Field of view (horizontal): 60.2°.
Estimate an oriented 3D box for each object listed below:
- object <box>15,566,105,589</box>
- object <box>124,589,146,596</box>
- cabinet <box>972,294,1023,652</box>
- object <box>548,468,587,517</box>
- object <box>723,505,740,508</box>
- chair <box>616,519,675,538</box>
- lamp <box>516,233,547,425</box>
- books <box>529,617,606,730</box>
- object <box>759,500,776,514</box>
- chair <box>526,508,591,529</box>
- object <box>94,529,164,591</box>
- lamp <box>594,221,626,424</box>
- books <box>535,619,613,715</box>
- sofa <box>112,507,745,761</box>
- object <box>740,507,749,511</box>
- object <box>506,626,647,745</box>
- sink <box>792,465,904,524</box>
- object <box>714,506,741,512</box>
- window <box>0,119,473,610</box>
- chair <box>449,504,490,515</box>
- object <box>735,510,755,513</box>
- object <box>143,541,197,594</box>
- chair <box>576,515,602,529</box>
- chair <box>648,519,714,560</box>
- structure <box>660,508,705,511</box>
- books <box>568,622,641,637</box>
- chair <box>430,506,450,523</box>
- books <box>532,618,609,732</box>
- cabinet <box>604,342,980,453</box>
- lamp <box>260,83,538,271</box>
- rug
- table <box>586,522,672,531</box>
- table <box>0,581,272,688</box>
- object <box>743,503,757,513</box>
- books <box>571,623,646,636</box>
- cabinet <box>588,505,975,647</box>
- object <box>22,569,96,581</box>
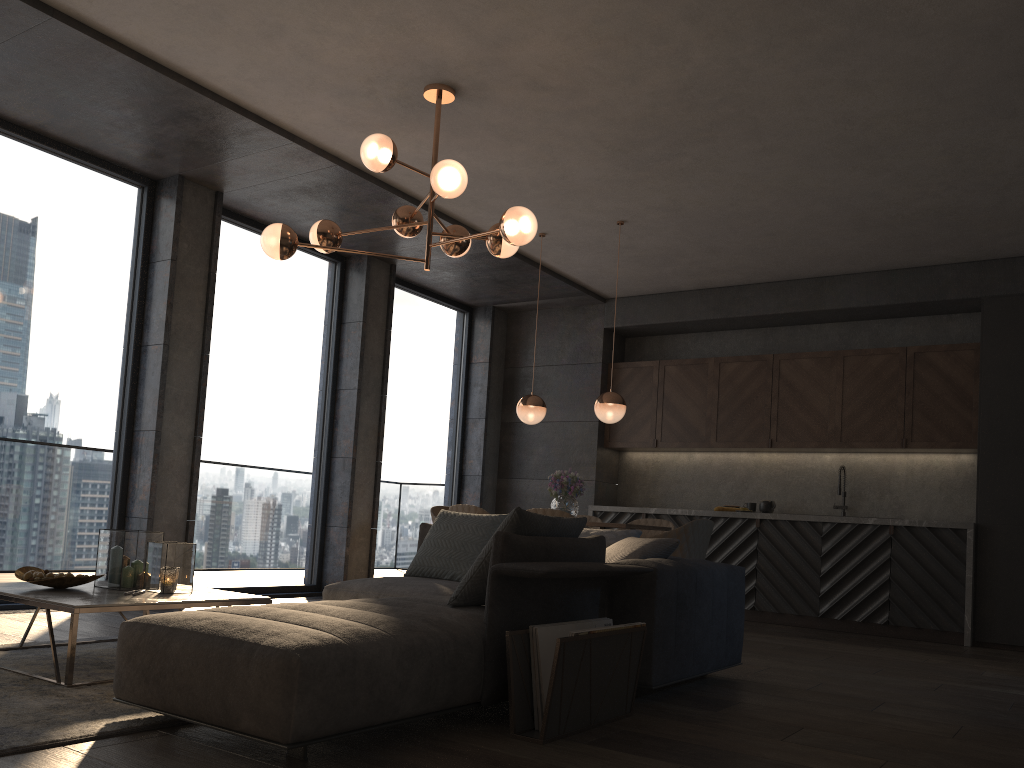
[{"bbox_3d":[-1.950,0.841,3.813,0.347,0.083,0.350,2,-9,12],"label":"object"},{"bbox_3d":[-1.608,0.893,3.782,0.046,0.012,0.183,4,-9,-4],"label":"object"},{"bbox_3d":[4.087,0.628,6.521,1.186,2.735,1.212,0,-6,34],"label":"cabinet"},{"bbox_3d":[0.417,0.842,6.751,0.298,0.406,0.331,3,-6,4],"label":"object"},{"bbox_3d":[2.068,1.179,8.315,0.157,0.067,0.118,1,-8,19],"label":"object"},{"bbox_3d":[0.990,1.467,6.946,0.555,0.830,0.514,0,-6,33],"label":"chair"},{"bbox_3d":[0.194,-0.441,7.045,0.239,1.533,0.240,0,-5,40],"label":"lamp"},{"bbox_3d":[0.233,1.075,3.323,0.062,0.352,0.573,1,-8,34],"label":"books"},{"bbox_3d":[2.344,1.133,8.122,0.136,0.136,0.154,3,-7,7],"label":"object"},{"bbox_3d":[0.317,1.281,6.043,0.555,0.830,0.514,1,-6,28],"label":"chair"},{"bbox_3d":[-1.739,0.797,4.013,0.199,0.259,0.198,0,-7,34],"label":"object"},{"bbox_3d":[0.775,-0.467,6.654,0.239,1.533,0.241,3,-4,10],"label":"lamp"},{"bbox_3d":[0.258,1.074,3.300,0.079,0.350,0.573,1,-8,34],"label":"books"},{"bbox_3d":[-0.370,0.935,3.986,2.024,0.778,2.938,-2,-10,33],"label":"sofa"},{"bbox_3d":[2.129,1.152,8.064,0.120,0.045,0.117,-3,-11,39],"label":"object"},{"bbox_3d":[0.243,1.069,3.222,0.216,0.349,0.673,0,-9,34],"label":"object"},{"bbox_3d":[2.918,0.972,7.692,0.962,0.543,0.465,-2,-8,34],"label":"sink"},{"bbox_3d":[2.010,1.167,8.177,0.302,0.054,0.071,6,-8,-15],"label":"object"},{"bbox_3d":[-2.546,0.068,6.375,0.199,2.975,7.333,1,-8,34],"label":"window"},{"bbox_3d":[-0.193,1.303,6.381,0.556,0.830,0.514,-2,-7,43],"label":"chair"},{"bbox_3d":[2.128,1.170,8.064,0.171,0.020,0.171,9,-10,-30],"label":"object"},{"bbox_3d":[-1.531,0.820,3.951,0.148,0.219,0.151,0,-7,34],"label":"object"},{"bbox_3d":[0.462,1.495,7.327,0.555,0.830,0.514,1,-6,28],"label":"chair"},{"bbox_3d":[1.103,1.349,6.161,0.510,0.830,0.559,-1,-7,38],"label":"chair"},{"bbox_3d":[1.647,1.223,8.496,0.610,0.017,0.509,-3,-11,34],"label":"structure"},{"bbox_3d":[0.326,1.070,3.255,0.064,0.352,0.573,1,-8,34],"label":"books"},{"bbox_3d":[-0.404,1.422,7.209,0.510,0.830,0.559,-1,-7,38],"label":"chair"},{"bbox_3d":[0.244,1.074,3.312,0.068,0.352,0.573,1,-8,34],"label":"books"},{"bbox_3d":[2.457,0.182,8.186,3.394,0.859,0.372,-2,-7,34],"label":"cabinet"},{"bbox_3d":[-0.501,-1.079,4.903,1.462,1.031,1.024,2,-7,10],"label":"lamp"},{"bbox_3d":[-1.311,1.279,4.074,1.730,0.020,3.173,-2,-11,34],"label":"rug"},{"bbox_3d":[0.354,1.420,6.693,1.467,0.763,0.776,-2,-8,34],"label":"table"},{"bbox_3d":[-1.738,1.059,3.866,0.931,0.307,0.939,-2,-10,34],"label":"table"},{"bbox_3d":[2.217,1.156,8.209,0.112,0.103,0.091,7,-7,-23],"label":"object"},{"bbox_3d":[0.332,1.068,3.242,0.064,0.352,0.573,1,-8,34],"label":"books"},{"bbox_3d":[2.299,1.655,7.988,3.393,0.943,0.605,-2,-8,34],"label":"cabinet"},{"bbox_3d":[-1.953,0.842,3.804,0.277,0.071,0.327,0,-10,23],"label":"object"}]
